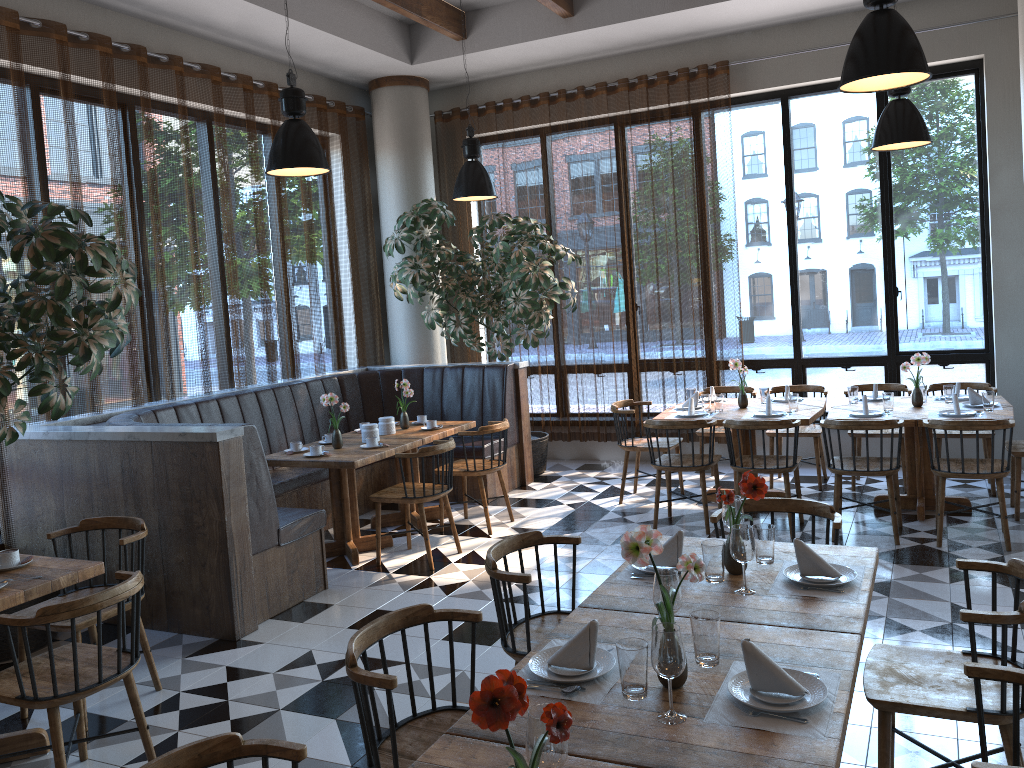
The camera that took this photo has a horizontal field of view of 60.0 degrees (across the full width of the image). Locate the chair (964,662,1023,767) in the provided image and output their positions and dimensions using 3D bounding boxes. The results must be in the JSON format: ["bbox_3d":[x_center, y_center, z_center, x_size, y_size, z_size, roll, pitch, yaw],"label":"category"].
[{"bbox_3d":[1.030,1.097,1.997,0.549,0.815,0.521,-2,4,26],"label":"chair"}]

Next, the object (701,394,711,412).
[{"bbox_3d":[1.527,0.149,6.954,0.080,0.132,0.080,-3,4,11],"label":"object"}]

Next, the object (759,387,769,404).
[{"bbox_3d":[2.036,0.096,7.138,0.080,0.132,0.080,-3,4,11],"label":"object"}]

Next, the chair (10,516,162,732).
[{"bbox_3d":[-1.979,1.089,4.141,0.519,0.815,0.551,-2,4,26],"label":"chair"}]

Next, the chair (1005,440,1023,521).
[{"bbox_3d":[3.727,0.504,6.132,0.549,0.815,0.521,-2,4,26],"label":"chair"}]

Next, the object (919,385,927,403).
[{"bbox_3d":[3.069,0.075,6.635,0.080,0.132,0.080,-3,4,11],"label":"object"}]

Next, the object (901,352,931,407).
[{"bbox_3d":[2.936,-0.031,6.438,0.206,0.399,0.147,-2,4,30],"label":"object"}]

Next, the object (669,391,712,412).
[{"bbox_3d":[1.442,0.130,7.177,0.271,0.137,0.353,-1,6,26],"label":"object"}]

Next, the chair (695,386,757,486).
[{"bbox_3d":[1.908,0.457,7.851,0.519,0.815,0.551,-2,4,26],"label":"chair"}]

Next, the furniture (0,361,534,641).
[{"bbox_3d":[-1.536,0.609,6.984,1.916,1.147,4.053,-1,6,26],"label":"furniture"}]

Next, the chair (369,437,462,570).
[{"bbox_3d":[-0.646,0.804,6.094,0.549,0.815,0.521,-2,4,26],"label":"chair"}]

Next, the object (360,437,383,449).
[{"bbox_3d":[-0.995,0.417,6.298,0.176,0.066,0.176,-7,6,-29],"label":"object"}]

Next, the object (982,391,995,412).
[{"bbox_3d":[3.253,0.121,6.049,0.080,0.132,0.080,-3,4,11],"label":"object"}]

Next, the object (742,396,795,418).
[{"bbox_3d":[1.887,0.164,6.522,0.351,0.137,0.273,-1,6,26],"label":"object"}]

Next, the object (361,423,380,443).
[{"bbox_3d":[-1.050,0.364,6.566,0.130,0.128,0.130,-6,5,-20],"label":"object"}]

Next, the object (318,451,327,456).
[{"bbox_3d":[-1.299,0.481,6.065,0.034,0.012,0.156,-3,6,9],"label":"object"}]

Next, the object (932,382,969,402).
[{"bbox_3d":[3.366,0.047,6.697,0.351,0.137,0.273,-1,6,26],"label":"object"}]

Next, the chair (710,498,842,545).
[{"bbox_3d":[1.087,0.931,3.629,0.519,0.815,0.551,-2,4,26],"label":"chair"}]

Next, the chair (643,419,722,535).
[{"bbox_3d":[1.265,0.635,6.489,0.519,0.815,0.551,-2,4,26],"label":"chair"}]

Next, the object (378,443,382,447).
[{"bbox_3d":[-0.932,0.435,6.280,0.034,0.012,0.156,-5,6,-12],"label":"object"}]

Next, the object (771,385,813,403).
[{"bbox_3d":[2.251,0.069,7.232,0.351,0.137,0.273,-1,6,26],"label":"object"}]

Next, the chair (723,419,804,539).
[{"bbox_3d":[1.785,0.625,6.239,0.519,0.815,0.551,-2,4,26],"label":"chair"}]

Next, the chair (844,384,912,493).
[{"bbox_3d":[3.030,0.434,7.313,0.519,0.815,0.551,-2,4,26],"label":"chair"}]

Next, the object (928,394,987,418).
[{"bbox_3d":[3.002,0.142,5.987,0.351,0.137,0.273,-1,6,26],"label":"object"}]

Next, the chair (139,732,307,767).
[{"bbox_3d":[-0.539,1.224,1.791,0.549,0.815,0.521,-2,4,26],"label":"chair"}]

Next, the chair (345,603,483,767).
[{"bbox_3d":[-0.167,1.121,2.571,0.549,0.815,0.521,-2,4,26],"label":"chair"}]

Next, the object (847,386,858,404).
[{"bbox_3d":[2.625,0.087,6.819,0.080,0.132,0.080,-3,4,11],"label":"object"}]

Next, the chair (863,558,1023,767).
[{"bbox_3d":[1.402,0.994,2.777,0.549,0.815,0.521,-2,4,26],"label":"chair"}]

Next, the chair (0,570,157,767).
[{"bbox_3d":[-1.656,1.148,3.319,0.549,0.815,0.521,-2,4,26],"label":"chair"}]

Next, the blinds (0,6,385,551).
[{"bbox_3d":[-2.629,-0.743,6.790,0.155,3.572,5.563,-2,5,26],"label":"blinds"}]

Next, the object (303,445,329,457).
[{"bbox_3d":[-1.351,0.460,6.103,0.175,0.066,0.176,-2,6,18],"label":"object"}]

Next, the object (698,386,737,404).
[{"bbox_3d":[1.701,0.080,7.496,0.351,0.137,0.273,-1,6,26],"label":"object"}]

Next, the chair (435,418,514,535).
[{"bbox_3d":[-0.278,0.703,6.867,0.549,0.815,0.521,-2,4,26],"label":"chair"}]

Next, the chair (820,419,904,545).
[{"bbox_3d":[2.371,0.613,5.958,0.519,0.815,0.551,-2,4,26],"label":"chair"}]

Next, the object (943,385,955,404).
[{"bbox_3d":[3.220,0.077,6.520,0.080,0.132,0.080,-3,4,11],"label":"object"}]

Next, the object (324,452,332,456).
[{"bbox_3d":[-1.259,0.480,6.063,0.049,0.025,0.053,-3,5,14],"label":"object"}]

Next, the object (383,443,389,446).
[{"bbox_3d":[-0.895,0.432,6.292,0.049,0.025,0.053,-4,5,-6],"label":"object"}]

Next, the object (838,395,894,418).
[{"bbox_3d":[2.486,0.152,6.235,0.351,0.137,0.273,-1,6,26],"label":"object"}]

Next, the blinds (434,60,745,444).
[{"bbox_3d":[0.698,-1.190,9.022,3.196,3.573,0.156,-2,4,26],"label":"blinds"}]

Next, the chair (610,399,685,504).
[{"bbox_3d":[1.125,0.556,7.381,0.549,0.815,0.521,-2,4,26],"label":"chair"}]

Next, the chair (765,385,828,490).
[{"bbox_3d":[2.444,0.446,7.594,0.519,0.815,0.551,-2,4,26],"label":"chair"}]

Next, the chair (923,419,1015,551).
[{"bbox_3d":[2.938,0.601,5.686,0.519,0.815,0.551,-2,4,26],"label":"chair"}]

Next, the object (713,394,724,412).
[{"bbox_3d":[1.604,0.151,6.874,0.080,0.132,0.080,-3,4,11],"label":"object"}]

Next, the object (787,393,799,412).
[{"bbox_3d":[2.107,0.141,6.633,0.080,0.132,0.080,-3,4,11],"label":"object"}]

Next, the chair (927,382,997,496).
[{"bbox_3d":[3.581,0.423,7.048,0.519,0.815,0.551,-2,4,26],"label":"chair"}]

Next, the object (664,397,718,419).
[{"bbox_3d":[1.367,0.175,6.772,0.351,0.137,0.273,-1,6,26],"label":"object"}]

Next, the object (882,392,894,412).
[{"bbox_3d":[2.696,0.129,6.350,0.080,0.132,0.080,-3,4,11],"label":"object"}]

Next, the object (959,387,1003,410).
[{"bbox_3d":[3.319,0.090,6.291,0.271,0.137,0.353,-1,6,26],"label":"object"}]

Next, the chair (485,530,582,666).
[{"bbox_3d":[0.205,1.019,3.352,0.549,0.815,0.521,-2,4,26],"label":"chair"}]

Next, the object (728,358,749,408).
[{"bbox_3d":[1.794,-0.009,7.005,0.146,0.399,0.207,-2,4,24],"label":"object"}]

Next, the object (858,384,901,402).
[{"bbox_3d":[2.850,0.057,6.945,0.351,0.137,0.273,-1,6,26],"label":"object"}]
